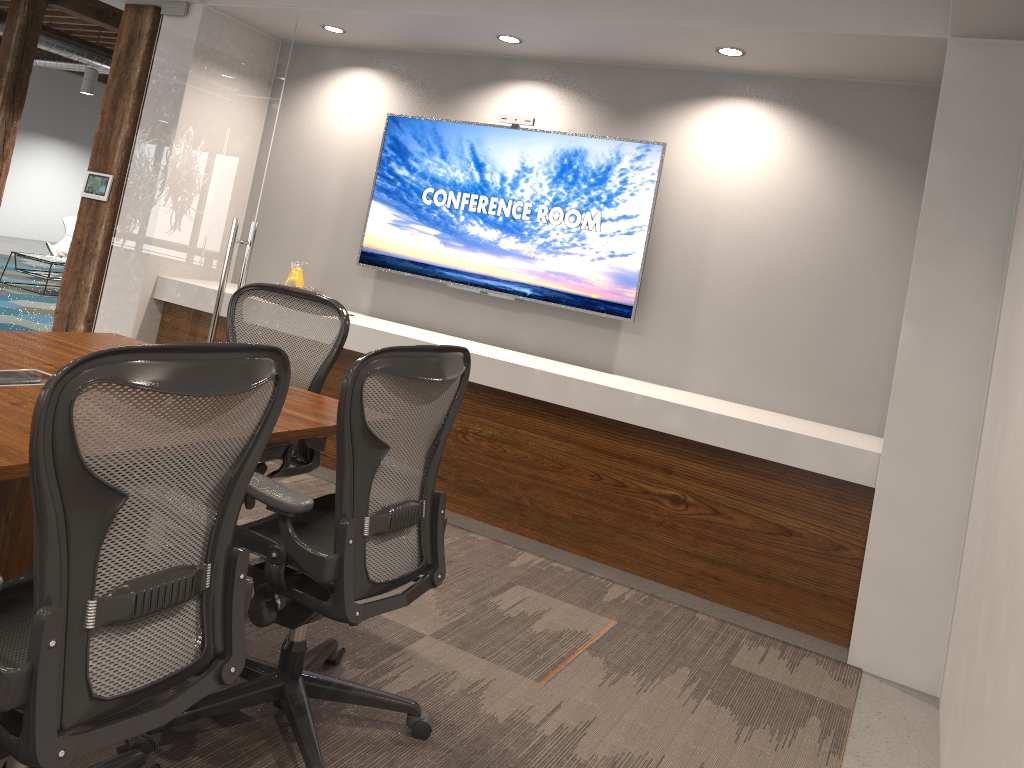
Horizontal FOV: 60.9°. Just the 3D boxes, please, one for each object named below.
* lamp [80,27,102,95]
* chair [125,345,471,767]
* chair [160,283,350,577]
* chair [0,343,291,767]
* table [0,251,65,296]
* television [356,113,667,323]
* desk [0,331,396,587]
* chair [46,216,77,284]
[{"bbox_3d":[-6.730,-5.633,14.199,0.206,1.873,0.201,9,-4,26],"label":"lamp"},{"bbox_3d":[-0.559,0.366,2.404,0.772,1.096,0.789,11,0,27],"label":"chair"},{"bbox_3d":[-1.016,0.177,3.176,0.775,1.096,0.786,11,0,9],"label":"chair"},{"bbox_3d":[-0.900,0.394,1.690,0.775,1.096,0.786,11,0,36],"label":"chair"},{"bbox_3d":[-5.509,-1.315,10.536,0.855,0.388,0.840,13,6,26],"label":"table"},{"bbox_3d":[-0.059,-1.088,5.296,1.938,1.113,0.063,13,-2,26],"label":"television"},{"bbox_3d":[-2.380,0.427,0.530,1.424,0.754,5.980,13,7,25],"label":"desk"},{"bbox_3d":[-5.970,-1.812,11.784,0.664,0.925,0.802,11,1,-37],"label":"chair"}]
